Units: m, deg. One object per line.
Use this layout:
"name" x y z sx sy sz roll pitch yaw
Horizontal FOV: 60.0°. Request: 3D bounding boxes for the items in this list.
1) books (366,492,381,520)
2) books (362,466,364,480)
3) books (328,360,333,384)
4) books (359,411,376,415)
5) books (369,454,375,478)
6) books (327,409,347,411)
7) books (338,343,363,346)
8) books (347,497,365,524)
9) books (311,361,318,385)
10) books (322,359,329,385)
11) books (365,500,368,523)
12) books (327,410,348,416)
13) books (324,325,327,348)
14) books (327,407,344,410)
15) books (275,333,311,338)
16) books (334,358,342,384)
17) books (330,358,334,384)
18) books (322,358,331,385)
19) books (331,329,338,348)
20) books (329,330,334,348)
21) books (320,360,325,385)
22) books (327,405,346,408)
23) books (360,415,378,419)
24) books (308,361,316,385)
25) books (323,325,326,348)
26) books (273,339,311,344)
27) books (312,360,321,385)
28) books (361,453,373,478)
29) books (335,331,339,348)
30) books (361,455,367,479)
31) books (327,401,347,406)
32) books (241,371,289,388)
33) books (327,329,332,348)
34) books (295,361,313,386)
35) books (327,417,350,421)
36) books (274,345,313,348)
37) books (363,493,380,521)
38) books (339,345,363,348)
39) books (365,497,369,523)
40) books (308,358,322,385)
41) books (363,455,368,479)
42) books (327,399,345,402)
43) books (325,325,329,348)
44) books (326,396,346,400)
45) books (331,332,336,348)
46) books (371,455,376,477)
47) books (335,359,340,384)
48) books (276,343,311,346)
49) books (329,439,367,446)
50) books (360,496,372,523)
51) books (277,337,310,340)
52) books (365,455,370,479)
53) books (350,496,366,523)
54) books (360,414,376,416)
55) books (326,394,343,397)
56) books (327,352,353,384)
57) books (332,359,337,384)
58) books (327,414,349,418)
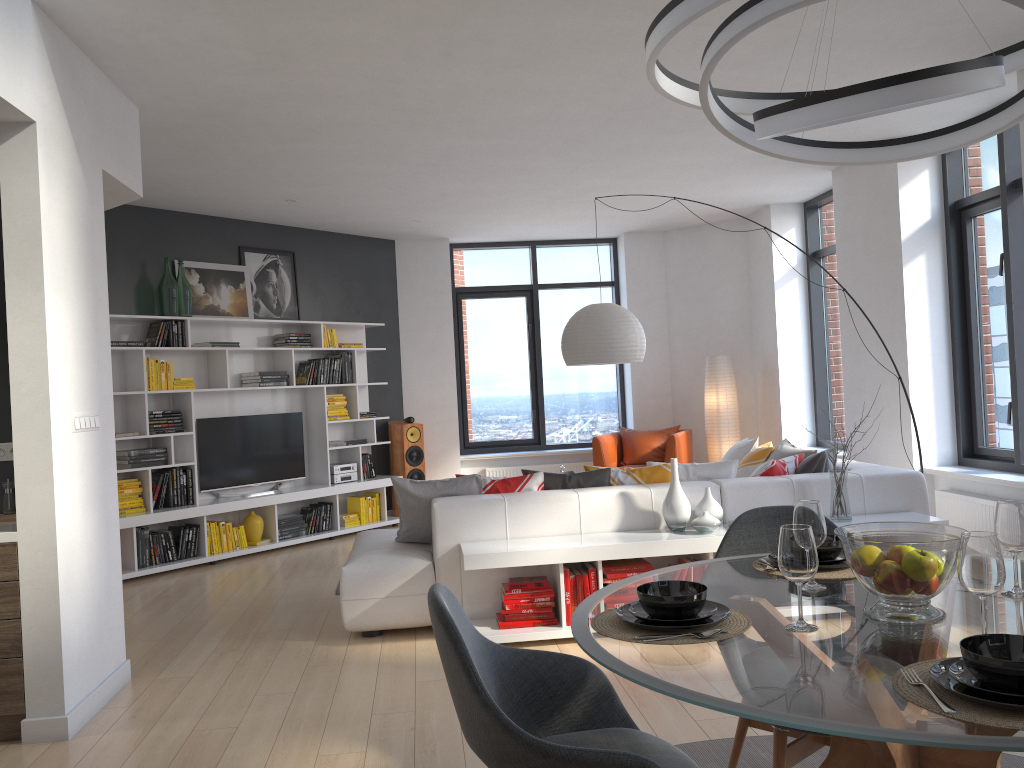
"books" -1.398 1.227 8.900 0.213 0.270 0.025 -3 0 39
"books" -1.563 0.817 8.828 0.202 0.268 0.053 -3 0 39
"books" -1.798 -0.111 8.563 0.172 0.242 0.069 -3 0 40
"books" -1.500 0.294 8.928 0.161 0.023 0.213 -3 0 42
"books" -1.464 0.826 8.925 0.177 0.242 0.066 -3 0 39
"books" -1.776 0.256 8.672 0.189 0.014 0.251 -3 0 42
"books" -1.651 -0.388 8.817 0.203 0.024 0.257 -3 0 42
"books" -1.532 1.241 8.710 0.198 0.255 0.044 -3 0 39
"books" -1.921 -0.102 8.435 0.169 0.233 0.081 -3 0 38
"books" -1.855 -0.113 8.537 0.191 0.249 0.084 -3 0 39
"books" -1.486 1.253 8.736 0.156 0.229 0.024 -3 0 39
"books" -1.763 0.283 8.665 0.189 0.042 0.243 -3 0 39
"books" -1.851 -0.452 8.522 0.163 0.224 0.041 -3 0 37
"books" -1.768 0.237 8.652 0.145 0.023 0.217 -3 0 43
"books" -2.063 -0.451 8.340 0.209 0.030 0.266 -3 0 32
"books" -1.743 -0.123 8.674 0.197 0.260 0.066 -3 0 39
"books" -1.805 -0.118 8.598 0.192 0.254 0.075 -3 0 38
"books" -1.834 -0.119 8.564 0.197 0.260 0.066 -3 0 39
"books" -1.759 -0.436 8.607 0.141 0.184 0.064 -3 0 40
"books" -1.783 -0.432 8.573 0.128 0.178 0.044 -3 0 39
"books" -1.874 -0.108 8.505 0.179 0.243 0.068 -3 0 38
"books" -1.775 0.218 8.672 0.171 0.019 0.239 -3 0 39
"books" -1.485 0.332 8.916 0.161 0.023 0.213 -3 0 42
"books" -1.952 -0.100 8.419 0.187 0.234 0.096 -3 0 39
"books" -1.851 -0.454 8.493 0.161 0.229 0.041 -3 0 38
"books" -2.072 -0.396 8.350 0.214 0.030 0.284 -3 0 42
"books" -1.890 -0.107 8.454 0.172 0.242 0.069 -3 0 40
"books" -1.490 0.822 8.907 0.193 0.255 0.066 -3 0 38
"books" -1.751 -0.437 8.630 0.142 0.184 0.044 -3 0 40
"books" -1.539 0.832 8.850 0.189 0.240 0.053 -3 0 39
"books" -1.768 0.192 8.679 0.176 0.033 0.239 -3 0 42
"books" -2.252 -0.039 8.089 0.277 0.137 0.343 -3 0 34
"books" -1.801 -0.432 8.561 0.132 0.180 0.054 -3 0 39
"books" -1.969 -0.100 8.390 0.182 0.234 0.104 -3 0 39
"books" -1.748 0.341 8.658 0.194 0.028 0.257 -3 0 44
"books" -2.053 -0.346 8.333 0.214 0.030 0.284 -3 0 42
"books" -1.408 1.228 8.873 0.204 0.270 0.029 -3 0 39
"books" -1.641 -0.363 8.814 0.194 0.028 0.257 -3 0 44
"books" -1.488 1.241 8.764 0.180 0.251 0.019 -3 0 39
"books" -1.896 -0.114 8.488 0.192 0.254 0.075 -3 0 38
"books" -1.518 0.832 8.865 0.170 0.236 0.049 -3 0 39
"books" -1.775 0.164 8.676 0.227 0.022 0.160 -3 0 -35
"books" -1.839 -0.453 8.551 0.164 0.224 0.054 -3 0 38
"books" -1.768 0.141 8.680 0.163 0.023 0.223 -3 0 43
"books" -1.762 -0.424 8.579 0.108 0.161 0.046 -3 0 38
"books" -1.468 0.830 8.971 0.179 0.233 0.077 -3 0 39
"books" -1.763 -0.118 8.647 0.191 0.249 0.084 -3 0 39
"books" -2.058 -0.371 8.335 0.189 0.020 0.264 -3 0 37
"books" -1.629 0.578 8.794 0.250 0.047 0.310 -3 0 34
"books" -1.469 1.240 8.784 0.185 0.250 0.035 -3 0 39
"books" -2.051 -0.425 8.335 0.180 0.026 0.246 -3 0 41
"books" -1.499 0.827 8.877 0.169 0.242 0.050 -3 0 38
"books" -1.515 1.238 8.735 0.199 0.263 0.015 -3 0 39
"books" -1.489 0.313 8.917 0.142 0.015 0.198 -3 0 37
"books" -1.793 0.118 8.687 0.163 0.023 0.223 -3 0 43
"books" -1.705 -0.150 8.767 0.259 0.321 0.128 -3 0 39
"books" -1.778 -0.114 8.610 0.179 0.243 0.071 -3 0 38
"books" -1.758 0.316 8.661 0.203 0.024 0.257 -3 0 42
